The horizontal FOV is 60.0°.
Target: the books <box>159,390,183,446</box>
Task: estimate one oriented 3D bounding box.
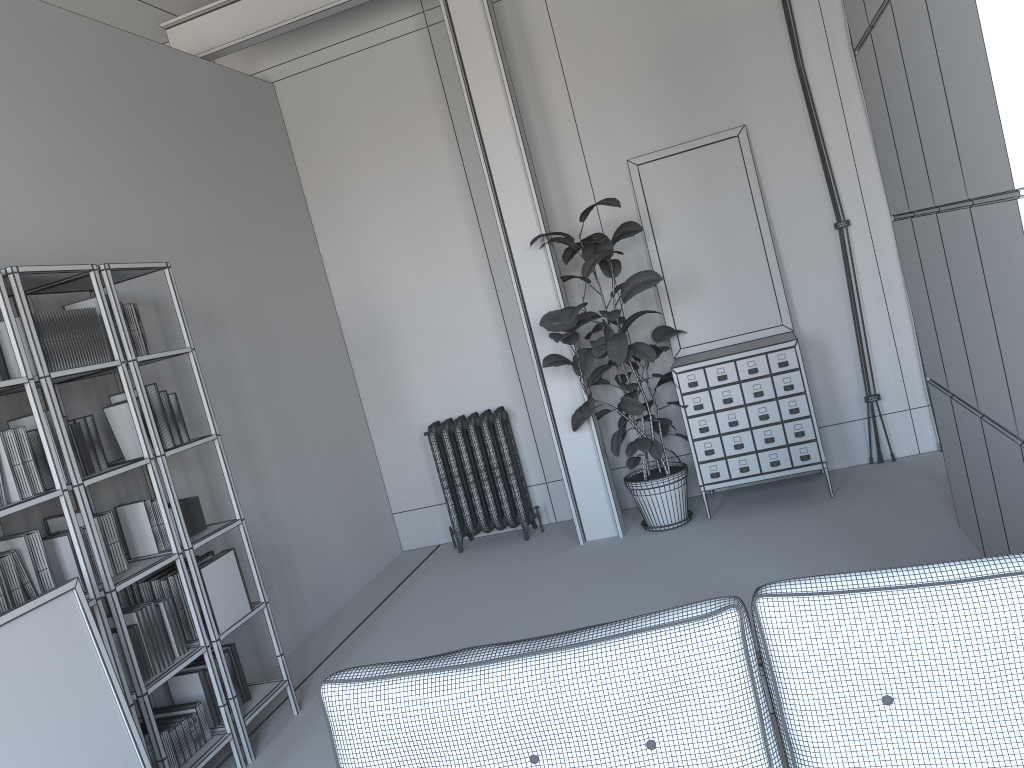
[{"bbox_3d":[-1.642,0.178,4.063,0.195,0.266,0.091,-13,5,16],"label":"books"}]

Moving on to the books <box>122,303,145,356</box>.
[{"bbox_3d":[-1.764,-0.221,3.967,0.180,0.248,0.054,-13,5,16],"label":"books"}]

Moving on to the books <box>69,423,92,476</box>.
[{"bbox_3d":[-1.815,0.286,3.620,0.165,0.227,0.022,-13,5,16],"label":"books"}]

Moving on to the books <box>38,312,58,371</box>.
[{"bbox_3d":[-1.856,-0.141,3.415,0.182,0.240,0.016,-13,5,16],"label":"books"}]

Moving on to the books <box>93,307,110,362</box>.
[{"bbox_3d":[-1.784,-0.185,3.701,0.182,0.240,0.016,-13,5,16],"label":"books"}]

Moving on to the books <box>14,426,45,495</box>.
[{"bbox_3d":[-1.863,0.305,3.282,0.193,0.265,0.062,-13,5,16],"label":"books"}]

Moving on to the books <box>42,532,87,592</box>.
[{"bbox_3d":[-1.762,0.711,3.488,0.178,0.244,0.057,-13,5,16],"label":"books"}]

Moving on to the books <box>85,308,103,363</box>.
[{"bbox_3d":[-1.795,-0.178,3.656,0.182,0.240,0.016,-13,5,16],"label":"books"}]

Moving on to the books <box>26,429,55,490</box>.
[{"bbox_3d":[-1.891,0.311,3.454,0.180,0.244,0.057,-13,5,16],"label":"books"}]

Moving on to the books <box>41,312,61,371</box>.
[{"bbox_3d":[-1.852,-0.144,3.430,0.182,0.240,0.016,-13,5,16],"label":"books"}]

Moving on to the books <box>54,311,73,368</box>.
[{"bbox_3d":[-1.837,-0.153,3.490,0.182,0.240,0.016,-13,5,16],"label":"books"}]

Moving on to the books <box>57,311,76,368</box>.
[{"bbox_3d":[-1.833,-0.155,3.505,0.182,0.240,0.016,-13,5,16],"label":"books"}]

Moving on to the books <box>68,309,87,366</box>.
[{"bbox_3d":[-1.818,-0.164,3.565,0.182,0.240,0.016,-13,5,16],"label":"books"}]

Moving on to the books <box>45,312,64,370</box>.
[{"bbox_3d":[-1.848,-0.146,3.445,0.182,0.240,0.016,-13,5,16],"label":"books"}]

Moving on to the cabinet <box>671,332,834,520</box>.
[{"bbox_3d":[1.592,0.260,5.912,0.796,1.026,0.668,-13,5,16],"label":"cabinet"}]

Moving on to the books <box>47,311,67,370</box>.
[{"bbox_3d":[-1.844,-0.148,3.460,0.182,0.240,0.016,-13,5,16],"label":"books"}]

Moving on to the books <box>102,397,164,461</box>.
[{"bbox_3d":[-1.661,0.199,3.899,0.195,0.268,0.084,-13,5,17],"label":"books"}]

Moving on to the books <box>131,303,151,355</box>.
[{"bbox_3d":[-1.746,-0.228,4.012,0.168,0.243,0.029,-14,5,11],"label":"books"}]

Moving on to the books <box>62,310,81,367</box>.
[{"bbox_3d":[-1.825,-0.160,3.535,0.182,0.240,0.016,-13,5,16],"label":"books"}]

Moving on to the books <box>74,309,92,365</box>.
[{"bbox_3d":[-1.810,-0.169,3.595,0.182,0.240,0.016,-13,5,16],"label":"books"}]

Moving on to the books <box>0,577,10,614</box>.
[{"bbox_3d":[-1.870,0.761,3.104,0.193,0.265,0.062,-13,5,16],"label":"books"}]

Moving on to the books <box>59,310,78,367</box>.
[{"bbox_3d":[-1.829,-0.157,3.520,0.182,0.240,0.016,-13,5,16],"label":"books"}]

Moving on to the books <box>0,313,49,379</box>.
[{"bbox_3d":[-1.867,-0.134,3.369,0.182,0.240,0.016,-13,5,16],"label":"books"}]

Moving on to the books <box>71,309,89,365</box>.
[{"bbox_3d":[-1.814,-0.166,3.580,0.182,0.240,0.016,-13,5,16],"label":"books"}]

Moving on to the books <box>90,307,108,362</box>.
[{"bbox_3d":[-1.787,-0.183,3.686,0.182,0.240,0.016,-13,5,16],"label":"books"}]

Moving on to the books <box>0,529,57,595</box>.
[{"bbox_3d":[-1.832,0.712,3.307,0.222,0.303,0.071,-13,5,16],"label":"books"}]

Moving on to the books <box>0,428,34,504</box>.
[{"bbox_3d":[-1.868,0.312,3.217,0.193,0.265,0.062,-13,5,16],"label":"books"}]

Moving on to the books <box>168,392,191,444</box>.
[{"bbox_3d":[-1.616,0.176,4.142,0.180,0.244,0.057,-13,5,16],"label":"books"}]

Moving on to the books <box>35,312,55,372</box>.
[{"bbox_3d":[-1.859,-0.139,3.399,0.182,0.240,0.016,-13,5,16],"label":"books"}]

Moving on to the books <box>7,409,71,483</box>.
[{"bbox_3d":[-1.846,0.262,3.494,0.224,0.304,0.038,-13,5,16],"label":"books"}]

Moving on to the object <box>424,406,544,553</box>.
[{"bbox_3d":[-0.215,0.713,6.593,0.733,1.007,0.328,-13,5,16],"label":"object"}]

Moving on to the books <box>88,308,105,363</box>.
[{"bbox_3d":[-1.791,-0.180,3.671,0.182,0.240,0.016,-13,5,16],"label":"books"}]

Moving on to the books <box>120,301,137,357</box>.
[{"bbox_3d":[-1.780,-0.218,3.930,0.189,0.258,0.027,-13,5,16],"label":"books"}]

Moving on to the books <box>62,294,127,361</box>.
[{"bbox_3d":[-1.807,-0.222,3.851,0.243,0.299,0.048,-13,5,16],"label":"books"}]

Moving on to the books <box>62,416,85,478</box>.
[{"bbox_3d":[-1.856,0.280,3.571,0.195,0.266,0.091,-13,5,16],"label":"books"}]

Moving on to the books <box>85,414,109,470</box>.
[{"bbox_3d":[-1.818,0.266,3.747,0.180,0.244,0.057,-13,5,16],"label":"books"}]

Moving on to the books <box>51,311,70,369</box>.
[{"bbox_3d":[-1.840,-0.150,3.475,0.182,0.240,0.016,-13,5,16],"label":"books"}]

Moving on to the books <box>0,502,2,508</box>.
[{"bbox_3d":[-1.927,0.318,3.080,0.222,0.303,0.071,-13,5,16],"label":"books"}]

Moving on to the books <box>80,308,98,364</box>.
[{"bbox_3d":[-1.803,-0.173,3.625,0.182,0.240,0.016,-13,5,16],"label":"books"}]

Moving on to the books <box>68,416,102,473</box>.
[{"bbox_3d":[-1.822,0.272,3.687,0.180,0.244,0.057,-13,5,16],"label":"books"}]

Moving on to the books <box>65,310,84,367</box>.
[{"bbox_3d":[-1.822,-0.162,3.550,0.182,0.240,0.016,-13,5,16],"label":"books"}]

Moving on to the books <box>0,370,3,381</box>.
[{"bbox_3d":[-1.982,-0.093,3.241,0.178,0.242,0.083,-13,5,16],"label":"books"}]

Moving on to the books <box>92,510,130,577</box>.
[{"bbox_3d":[-1.719,0.673,3.657,0.193,0.265,0.091,-13,5,16],"label":"books"}]

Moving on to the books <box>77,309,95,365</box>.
[{"bbox_3d":[-1.806,-0.171,3.610,0.182,0.240,0.016,-13,5,16],"label":"books"}]

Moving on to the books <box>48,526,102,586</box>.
[{"bbox_3d":[-1.737,0.700,3.542,0.178,0.244,0.057,-13,5,16],"label":"books"}]

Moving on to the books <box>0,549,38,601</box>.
[{"bbox_3d":[-1.845,0.744,3.238,0.193,0.267,0.084,-13,5,15],"label":"books"}]

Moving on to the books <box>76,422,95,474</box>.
[{"bbox_3d":[-1.810,0.283,3.642,0.165,0.227,0.022,-13,5,16],"label":"books"}]

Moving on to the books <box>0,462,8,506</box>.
[{"bbox_3d":[-1.905,0.328,3.154,0.193,0.267,0.084,-13,5,17],"label":"books"}]

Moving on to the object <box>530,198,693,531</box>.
[{"bbox_3d":[0.685,-0.083,5.717,0.868,2.157,1.270,-13,5,16],"label":"object"}]

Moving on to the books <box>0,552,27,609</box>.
[{"bbox_3d":[-1.843,0.749,3.163,0.193,0.265,0.062,-13,5,16],"label":"books"}]

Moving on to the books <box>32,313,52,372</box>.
[{"bbox_3d":[-1.863,-0.137,3.384,0.182,0.240,0.016,-13,5,16],"label":"books"}]

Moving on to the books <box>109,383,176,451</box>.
[{"bbox_3d":[-1.650,0.167,3.969,0.224,0.304,0.071,-13,5,16],"label":"books"}]

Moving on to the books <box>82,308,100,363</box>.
[{"bbox_3d":[-1.799,-0.176,3.641,0.182,0.240,0.016,-13,5,16],"label":"books"}]
